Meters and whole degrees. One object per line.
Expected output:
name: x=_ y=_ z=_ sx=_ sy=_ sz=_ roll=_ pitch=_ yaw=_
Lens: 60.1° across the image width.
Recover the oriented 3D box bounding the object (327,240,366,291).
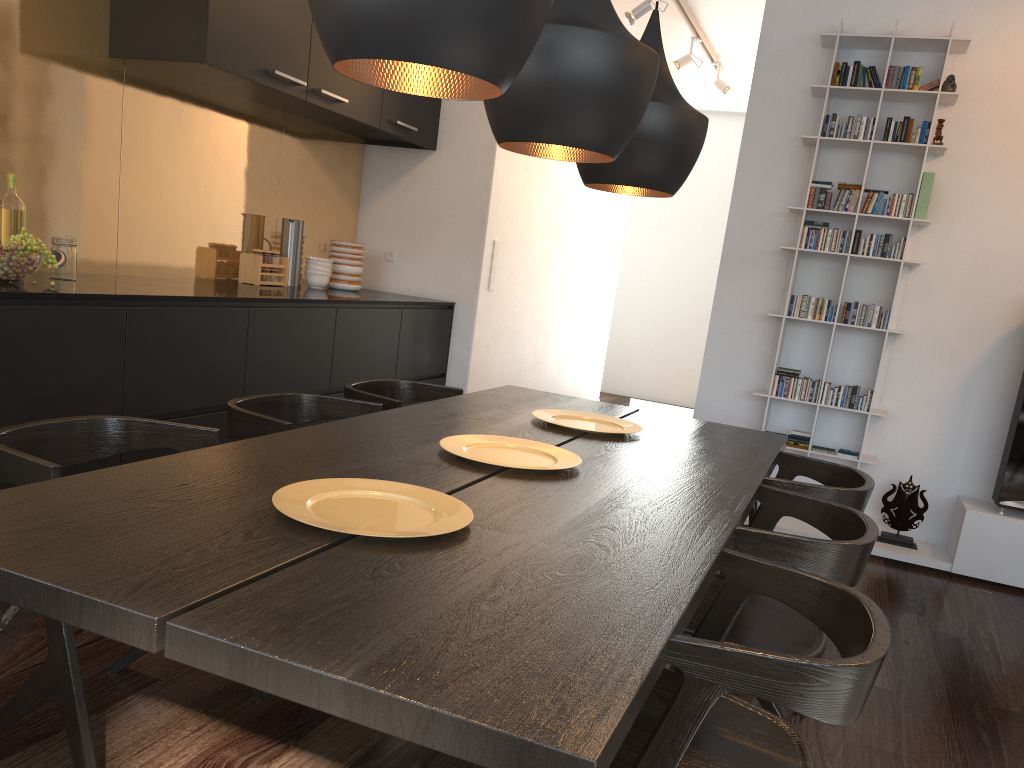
object: x=-0.935 y=-0.663 z=4.966 sx=0.198 sy=0.268 sz=0.195 roll=7 pitch=10 yaw=-5

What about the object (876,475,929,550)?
object: x=1.923 y=0.614 z=4.342 sx=0.211 sy=0.355 sz=0.120 roll=11 pitch=12 yaw=20

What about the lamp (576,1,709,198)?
lamp: x=0.392 y=-0.858 z=2.655 sx=0.411 sy=0.548 sz=0.405 roll=3 pitch=11 yaw=-22

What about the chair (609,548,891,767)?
chair: x=0.304 y=0.669 z=1.523 sx=0.517 sy=0.680 sz=0.588 roll=11 pitch=10 yaw=19

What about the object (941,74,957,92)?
object: x=2.001 y=-1.362 z=4.046 sx=0.064 sy=0.102 sz=0.059 roll=7 pitch=11 yaw=-3

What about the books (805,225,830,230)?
books: x=1.484 y=-0.760 z=4.302 sx=0.111 sy=0.012 sz=0.092 roll=10 pitch=8 yaw=20

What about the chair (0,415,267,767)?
chair: x=-0.861 y=0.454 z=1.967 sx=0.518 sy=0.680 sz=0.587 roll=11 pitch=10 yaw=16

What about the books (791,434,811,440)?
books: x=1.448 y=0.261 z=4.433 sx=0.092 sy=0.014 sz=0.069 roll=10 pitch=8 yaw=20

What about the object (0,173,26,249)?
object: x=-1.756 y=-0.563 z=3.101 sx=0.092 sy=0.344 sz=0.090 roll=5 pitch=12 yaw=-13

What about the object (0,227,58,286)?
object: x=-1.544 y=-0.398 z=2.720 sx=0.177 sy=0.175 sz=0.236 roll=8 pitch=9 yaw=5

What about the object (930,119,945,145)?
object: x=1.972 y=-1.155 z=4.086 sx=0.045 sy=0.142 sz=0.063 roll=10 pitch=11 yaw=11

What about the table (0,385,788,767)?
table: x=-0.008 y=0.522 z=2.272 sx=1.101 sy=0.688 sz=2.481 roll=11 pitch=8 yaw=20

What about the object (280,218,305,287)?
object: x=-1.146 y=-0.684 z=4.619 sx=0.113 sy=0.344 sz=0.163 roll=12 pitch=12 yaw=23

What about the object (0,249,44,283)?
object: x=-1.565 y=-0.362 z=2.722 sx=0.219 sy=0.098 sz=0.215 roll=4 pitch=9 yaw=-22

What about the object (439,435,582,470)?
object: x=-0.004 y=0.174 z=2.199 sx=0.356 sy=0.017 sz=0.351 roll=8 pitch=8 yaw=1

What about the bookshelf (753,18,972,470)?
bookshelf: x=1.642 y=-0.629 z=4.295 sx=0.636 sy=2.104 sz=0.225 roll=12 pitch=12 yaw=19

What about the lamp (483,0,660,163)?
lamp: x=0.139 y=-0.806 z=2.013 sx=0.411 sy=0.548 sz=0.405 roll=7 pitch=10 yaw=-3

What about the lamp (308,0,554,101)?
lamp: x=-0.115 y=-0.754 z=1.370 sx=0.411 sy=0.548 sz=0.405 roll=0 pitch=13 yaw=-36

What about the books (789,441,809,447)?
books: x=1.443 y=0.298 z=4.440 sx=0.092 sy=0.014 sz=0.069 roll=10 pitch=8 yaw=20

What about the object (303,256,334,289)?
object: x=-1.046 y=-0.599 z=4.772 sx=0.157 sy=0.162 sz=0.152 roll=-1 pitch=13 yaw=-41

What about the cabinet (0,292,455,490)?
cabinet: x=-1.645 y=0.091 z=3.097 sx=0.729 sy=0.911 sz=5.024 roll=11 pitch=8 yaw=20

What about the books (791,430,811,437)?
books: x=1.450 y=0.247 z=4.431 sx=0.092 sy=0.014 sz=0.069 roll=10 pitch=8 yaw=20

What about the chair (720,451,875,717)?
chair: x=0.769 y=0.572 z=2.718 sx=0.517 sy=0.680 sz=0.588 roll=11 pitch=10 yaw=18

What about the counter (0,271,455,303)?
counter: x=-1.587 y=-0.352 z=3.006 sx=0.728 sy=0.002 sz=5.021 roll=10 pitch=8 yaw=20

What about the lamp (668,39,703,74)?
lamp: x=1.149 y=-2.159 z=5.853 sx=0.251 sy=0.243 sz=0.084 roll=3 pitch=12 yaw=-27

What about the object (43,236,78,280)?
object: x=-1.595 y=-0.449 z=3.130 sx=0.088 sy=0.153 sz=0.174 roll=7 pitch=9 yaw=-2

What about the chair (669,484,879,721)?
chair: x=0.547 y=0.617 z=2.154 sx=0.517 sy=0.680 sz=0.588 roll=11 pitch=11 yaw=21

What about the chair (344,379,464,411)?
chair: x=-0.355 y=0.361 z=3.172 sx=0.517 sy=0.680 sz=0.588 roll=11 pitch=10 yaw=19

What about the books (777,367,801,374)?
books: x=1.393 y=-0.068 z=4.440 sx=0.111 sy=0.012 sz=0.092 roll=10 pitch=8 yaw=20

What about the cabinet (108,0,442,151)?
cabinet: x=-0.934 y=-1.832 z=4.185 sx=0.529 sy=1.064 sz=1.940 roll=12 pitch=9 yaw=20

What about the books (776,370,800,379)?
books: x=1.384 y=-0.049 z=4.428 sx=0.107 sy=0.023 sz=0.068 roll=10 pitch=8 yaw=20

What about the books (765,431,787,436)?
books: x=1.336 y=0.254 z=4.476 sx=0.107 sy=0.009 sz=0.068 roll=10 pitch=8 yaw=20

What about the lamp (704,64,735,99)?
lamp: x=1.496 y=-2.182 z=6.371 sx=0.249 sy=0.243 sz=0.084 roll=13 pitch=12 yaw=30

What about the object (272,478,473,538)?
object: x=-0.247 y=0.224 z=1.584 sx=0.354 sy=0.017 sz=0.353 roll=11 pitch=8 yaw=23

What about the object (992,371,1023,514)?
object: x=2.444 y=0.113 z=4.015 sx=0.293 sy=1.016 sz=0.278 roll=12 pitch=12 yaw=20

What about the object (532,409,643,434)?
object: x=0.238 y=0.124 z=2.814 sx=0.354 sy=0.017 sz=0.353 roll=11 pitch=8 yaw=23

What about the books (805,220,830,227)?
books: x=1.486 y=-0.776 z=4.303 sx=0.111 sy=0.023 sz=0.095 roll=10 pitch=8 yaw=20

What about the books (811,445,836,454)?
books: x=1.562 y=0.329 z=4.436 sx=0.111 sy=0.012 sz=0.092 roll=10 pitch=8 yaw=20

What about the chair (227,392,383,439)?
chair: x=-0.576 y=0.406 z=2.612 sx=0.517 sy=0.680 sz=0.588 roll=11 pitch=10 yaw=18
